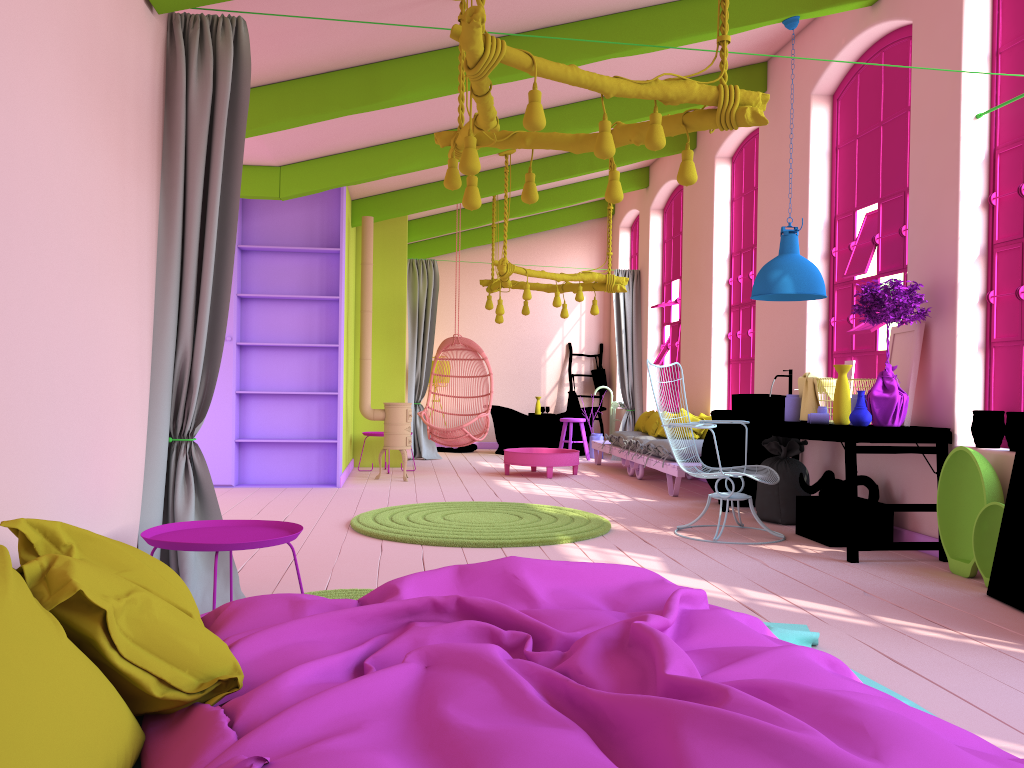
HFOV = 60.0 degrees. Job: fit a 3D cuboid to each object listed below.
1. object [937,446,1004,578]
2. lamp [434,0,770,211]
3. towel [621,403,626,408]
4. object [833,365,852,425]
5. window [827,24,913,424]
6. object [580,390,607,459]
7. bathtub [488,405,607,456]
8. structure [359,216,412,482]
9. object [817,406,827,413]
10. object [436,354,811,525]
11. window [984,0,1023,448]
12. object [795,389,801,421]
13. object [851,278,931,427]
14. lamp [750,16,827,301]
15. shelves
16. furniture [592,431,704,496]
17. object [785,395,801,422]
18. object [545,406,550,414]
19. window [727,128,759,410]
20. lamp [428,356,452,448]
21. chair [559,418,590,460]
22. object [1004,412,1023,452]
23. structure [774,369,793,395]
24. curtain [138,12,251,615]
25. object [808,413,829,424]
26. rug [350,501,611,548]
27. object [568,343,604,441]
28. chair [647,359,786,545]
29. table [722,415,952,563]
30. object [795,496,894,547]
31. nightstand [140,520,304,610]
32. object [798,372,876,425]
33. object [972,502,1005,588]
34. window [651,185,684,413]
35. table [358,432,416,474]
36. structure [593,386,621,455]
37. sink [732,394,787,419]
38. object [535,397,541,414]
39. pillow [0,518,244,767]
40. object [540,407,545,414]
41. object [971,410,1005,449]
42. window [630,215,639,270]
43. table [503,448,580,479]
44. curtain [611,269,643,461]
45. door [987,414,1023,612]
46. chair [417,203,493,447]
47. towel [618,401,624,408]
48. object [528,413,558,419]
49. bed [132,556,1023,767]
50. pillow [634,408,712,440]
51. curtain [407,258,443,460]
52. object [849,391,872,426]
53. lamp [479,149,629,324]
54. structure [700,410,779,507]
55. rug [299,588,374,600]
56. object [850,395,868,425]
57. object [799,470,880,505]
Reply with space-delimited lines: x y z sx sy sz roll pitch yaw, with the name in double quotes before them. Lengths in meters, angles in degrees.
"object" 2.632 0.718 5.008 0.218 0.734 0.451 1 0 -7
"lamp" 0.184 -2.023 4.644 1.611 2.265 1.775 1 0 -25
"towel" 1.815 0.323 13.508 0.247 0.102 0.262 1 0 -16
"object" 2.112 0.069 5.672 0.116 0.383 0.116 1 1 -33
"window" 2.786 -1.120 6.750 0.492 3.004 1.497 1 0 -7
"object" 1.192 0.583 12.829 0.451 0.987 0.277 1 1 37
"bathtub" 0.498 0.699 13.515 1.889 0.740 0.826 1 0 -7
"structure" -1.326 -0.376 9.608 0.577 2.814 0.403 1 1 10
"object" 2.169 0.217 6.198 0.065 0.118 0.065 1 1 42
"object" 0.557 0.275 10.514 2.827 1.580 7.864 1 0 -6
"window" 3.013 -1.129 4.844 0.072 3.047 1.275 1 0 -7
"object" 2.223 0.156 6.850 0.165 0.250 0.411 1 0 28
"object" 2.389 -0.205 5.648 0.502 0.951 0.441 1 1 43
"lamp" 1.998 -1.619 6.353 0.528 2.002 0.529 1 1 25
"shelves" -2.596 -0.530 8.707 1.841 3.104 0.384 1 1 -7
"furniture" 1.662 0.826 10.186 0.907 0.507 3.775 1 0 -7
"object" 2.079 0.177 6.567 0.109 0.197 0.109 1 0 -15
"object" 0.541 0.427 13.485 0.069 0.170 0.069 1 0 13
"window" 2.483 -1.128 9.191 0.072 3.047 1.275 1 0 -7
"lamp" -1.224 0.291 13.933 0.491 1.467 0.476 1 1 23
"chair" 0.833 0.777 12.443 0.473 0.593 0.446 1 0 -38
"object" 2.860 0.268 4.964 0.182 0.223 0.182 1 0 -24
"structure" 2.170 0.081 7.103 0.166 0.397 0.087 1 1 2
"curtain" -1.467 -0.380 4.053 0.518 2.786 0.525 1 1 -26
"object" 2.116 0.240 6.125 0.137 0.076 0.076 1 0 13
"rug" -0.226 1.018 6.565 1.889 0.050 1.888 1 0 -19
"object" 1.204 0.210 14.333 0.603 1.765 0.410 1 1 -7
"chair" 1.475 0.453 6.306 0.925 1.238 1.078 1 0 28
"table" 2.227 0.669 6.437 0.655 0.821 2.192 1 0 -7
"object" 2.284 0.941 6.123 0.446 0.277 0.521 1 0 -7
"nightstand" -1.114 0.788 3.422 0.596 0.458 0.596 1 0 31
"object" 2.315 0.099 6.416 0.444 0.369 0.633 1 0 -7
"object" 2.596 0.850 4.675 0.137 0.463 0.284 1 0 -22
"window" 2.187 -1.117 11.627 0.551 3.010 1.513 1 0 -7
"table" -1.470 0.799 10.449 0.596 0.458 0.596 1 0 31
"structure" 1.495 0.561 13.615 0.451 1.061 0.254 1 1 37
"sink" 1.987 0.177 7.056 0.340 0.194 0.609 1 0 -7
"object" 0.396 0.353 13.468 0.097 0.321 0.097 1 0 4
"pillow" -0.933 0.603 1.629 0.848 0.822 2.617 1 0 -17
"object" 0.461 0.426 13.311 0.069 0.170 0.069 1 0 13
"object" 2.824 0.268 5.259 0.182 0.223 0.182 1 0 -29
"window" 1.955 -1.126 13.522 0.072 3.047 1.275 1 0 -7
"table" 0.343 0.915 10.316 0.885 0.285 0.885 1 0 19
"curtain" 1.666 -0.266 12.584 0.518 2.786 0.525 1 1 12
"door" 2.629 -0.019 3.923 0.450 2.211 1.153 1 0 3
"chair" -0.656 -0.812 10.530 0.860 3.130 0.806 1 1 13
"towel" 1.782 0.323 13.774 0.262 0.102 0.247 1 0 -6
"object" 0.469 0.487 13.510 0.360 0.068 1.323 1 0 -7
"bed" 0.114 0.784 2.018 2.802 0.514 3.576 1 0 -7
"pillow" 1.825 0.464 10.285 0.578 0.399 1.997 1 0 -7
"curtain" -1.251 -0.369 12.237 0.518 2.786 0.525 1 1 -26
"object" 2.154 0.151 5.478 0.132 0.219 0.132 1 0 10
"lamp" 0.247 -1.813 10.236 1.611 2.265 1.775 1 0 -25
"structure" 2.046 0.660 7.936 0.718 0.845 0.718 1 0 -39
"rug" -0.727 1.014 3.943 0.792 0.021 0.792 1 0 21
"object" 2.253 0.169 5.761 0.109 0.197 0.109 1 0 30
"object" 2.301 0.848 6.270 0.300 0.448 0.672 1 0 -31
